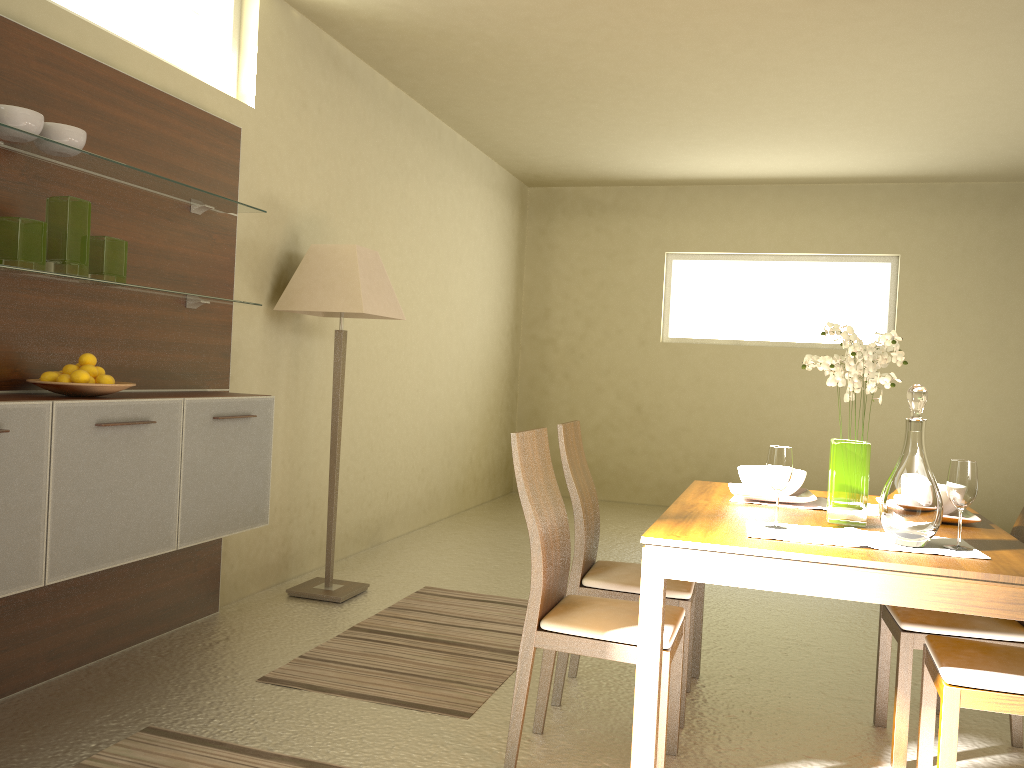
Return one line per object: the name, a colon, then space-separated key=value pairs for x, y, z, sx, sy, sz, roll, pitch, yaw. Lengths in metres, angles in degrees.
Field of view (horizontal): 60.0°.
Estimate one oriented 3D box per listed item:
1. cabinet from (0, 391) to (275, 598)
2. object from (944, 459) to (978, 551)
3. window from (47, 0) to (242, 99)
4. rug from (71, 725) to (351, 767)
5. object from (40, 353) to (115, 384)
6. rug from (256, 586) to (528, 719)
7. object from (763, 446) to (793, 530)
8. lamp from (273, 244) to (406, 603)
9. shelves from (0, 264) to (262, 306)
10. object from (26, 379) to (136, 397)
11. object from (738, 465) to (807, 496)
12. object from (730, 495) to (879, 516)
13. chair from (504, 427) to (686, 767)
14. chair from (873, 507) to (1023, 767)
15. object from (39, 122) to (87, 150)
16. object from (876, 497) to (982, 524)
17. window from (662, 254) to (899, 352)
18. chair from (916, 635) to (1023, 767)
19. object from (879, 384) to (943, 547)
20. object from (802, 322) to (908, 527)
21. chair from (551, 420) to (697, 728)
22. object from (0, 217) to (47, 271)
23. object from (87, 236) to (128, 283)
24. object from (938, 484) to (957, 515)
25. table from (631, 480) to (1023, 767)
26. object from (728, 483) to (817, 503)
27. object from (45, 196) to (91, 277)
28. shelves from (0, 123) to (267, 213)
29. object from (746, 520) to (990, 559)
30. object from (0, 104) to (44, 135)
cabinet: x=-1.562 y=0.326 z=2.752 sx=0.372 sy=0.570 sz=2.463 roll=3 pitch=1 yaw=17
object: x=1.179 y=0.317 z=2.329 sx=0.075 sy=0.232 sz=0.075 roll=3 pitch=1 yaw=-24
window: x=0.893 y=-0.272 z=1.628 sx=6.429 sy=3.000 sz=4.466 roll=3 pitch=1 yaw=15
rug: x=-1.009 y=1.118 z=1.950 sx=0.842 sy=0.007 sz=1.613 roll=3 pitch=1 yaw=18
object: x=-1.460 y=-0.037 z=3.002 sx=0.230 sy=0.139 sz=0.259 roll=3 pitch=1 yaw=-13
rug: x=-0.310 y=1.124 z=3.930 sx=0.843 sy=0.010 sz=1.613 roll=3 pitch=1 yaw=17
object: x=0.761 y=0.295 z=2.534 sx=0.075 sy=0.232 sz=0.075 roll=3 pitch=1 yaw=-24
lamp: x=-0.903 y=0.191 z=4.574 sx=0.499 sy=1.782 sz=0.499 roll=3 pitch=1 yaw=17
shelves: x=-1.582 y=-0.354 z=2.758 sx=0.255 sy=0.008 sz=2.463 roll=3 pitch=1 yaw=17
object: x=-1.464 y=0.018 z=3.020 sx=0.337 sy=0.053 sz=0.337 roll=2 pitch=1 yaw=-41
object: x=0.911 y=0.350 z=3.118 sx=0.233 sy=0.101 sz=0.233 roll=3 pitch=1 yaw=6
object: x=1.074 y=0.416 z=3.080 sx=0.589 sy=0.010 sz=0.287 roll=3 pitch=1 yaw=20
chair: x=0.263 y=0.666 z=2.740 sx=0.507 sy=1.017 sz=0.404 roll=3 pitch=1 yaw=17
chair: x=1.528 y=0.729 z=2.942 sx=0.507 sy=1.017 sz=0.404 roll=3 pitch=1 yaw=14
object: x=-1.495 y=-0.803 z=2.925 sx=0.163 sy=0.077 sz=0.163 roll=3 pitch=1 yaw=-24
object: x=1.347 y=0.418 z=2.889 sx=0.283 sy=0.041 sz=0.283 roll=3 pitch=1 yaw=17
window: x=2.420 y=-0.754 z=8.130 sx=2.025 sy=0.848 sz=0.100 roll=3 pitch=1 yaw=17
chair: x=1.431 y=0.732 z=2.423 sx=0.507 sy=1.017 sz=0.404 roll=3 pitch=1 yaw=18
object: x=1.065 y=0.213 z=2.354 sx=0.156 sy=0.426 sz=0.156 roll=2 pitch=1 yaw=-32
object: x=1.029 y=0.121 z=2.702 sx=0.304 sy=0.608 sz=0.302 roll=3 pitch=1 yaw=20
chair: x=0.426 y=0.665 z=3.308 sx=0.507 sy=1.017 sz=0.404 roll=3 pitch=1 yaw=15
object: x=-1.546 y=-0.437 z=2.784 sx=0.111 sy=0.160 sz=0.112 roll=3 pitch=1 yaw=17
object: x=-1.447 y=-0.437 z=3.143 sx=0.112 sy=0.160 sz=0.111 roll=3 pitch=1 yaw=17
object: x=1.352 y=0.378 z=2.887 sx=0.232 sy=0.107 sz=0.233 roll=3 pitch=1 yaw=28
table: x=0.999 y=0.817 z=2.829 sx=1.000 sy=0.790 sz=1.411 roll=3 pitch=1 yaw=17
object: x=0.909 y=0.390 z=3.119 sx=0.283 sy=0.033 sz=0.283 roll=3 pitch=1 yaw=11
object: x=-1.481 y=-0.488 z=2.953 sx=0.099 sy=0.259 sz=0.099 roll=3 pitch=1 yaw=17
shelves: x=-1.561 y=-0.761 z=2.752 sx=0.255 sy=0.008 sz=2.463 roll=3 pitch=1 yaw=17
object: x=0.948 y=0.420 z=2.429 sx=0.589 sy=0.010 sz=0.287 roll=3 pitch=1 yaw=14
object: x=-1.540 y=-0.803 z=2.742 sx=0.163 sy=0.077 sz=0.163 roll=3 pitch=1 yaw=-24
